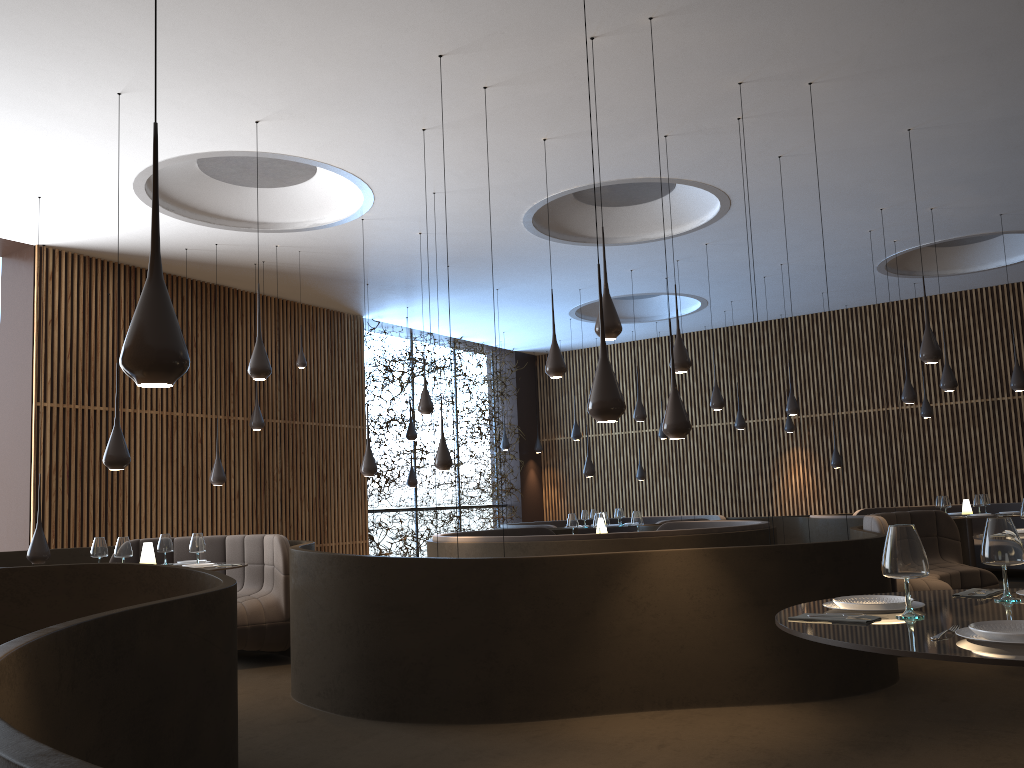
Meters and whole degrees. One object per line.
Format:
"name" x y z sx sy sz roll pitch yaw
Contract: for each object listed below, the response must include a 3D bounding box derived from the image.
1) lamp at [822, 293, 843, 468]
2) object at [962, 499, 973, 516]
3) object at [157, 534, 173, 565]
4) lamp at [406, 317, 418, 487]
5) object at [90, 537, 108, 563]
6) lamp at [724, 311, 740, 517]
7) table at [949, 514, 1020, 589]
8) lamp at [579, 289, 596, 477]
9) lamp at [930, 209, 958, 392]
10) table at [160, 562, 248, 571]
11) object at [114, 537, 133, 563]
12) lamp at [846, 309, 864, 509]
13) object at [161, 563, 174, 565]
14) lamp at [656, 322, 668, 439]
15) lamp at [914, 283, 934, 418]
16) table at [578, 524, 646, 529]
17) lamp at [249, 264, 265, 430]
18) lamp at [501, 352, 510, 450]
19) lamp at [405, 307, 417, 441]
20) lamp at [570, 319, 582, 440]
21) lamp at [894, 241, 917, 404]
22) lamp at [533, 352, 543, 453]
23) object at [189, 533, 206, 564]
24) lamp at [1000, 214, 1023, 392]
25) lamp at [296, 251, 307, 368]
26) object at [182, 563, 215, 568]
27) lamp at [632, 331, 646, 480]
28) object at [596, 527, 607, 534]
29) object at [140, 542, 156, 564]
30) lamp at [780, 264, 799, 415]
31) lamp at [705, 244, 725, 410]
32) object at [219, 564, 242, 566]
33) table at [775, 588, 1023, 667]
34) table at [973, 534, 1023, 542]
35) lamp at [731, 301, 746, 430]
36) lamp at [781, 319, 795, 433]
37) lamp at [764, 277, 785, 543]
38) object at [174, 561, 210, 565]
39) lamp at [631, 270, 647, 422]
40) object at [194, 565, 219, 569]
"lamp" 5.316 -0.076 14.828 0.196 2.952 0.196 -5 -7 18
"object" 6.456 1.755 12.586 0.142 0.231 0.145 -6 -7 25
"object" -3.189 1.528 8.153 0.142 0.294 0.142 -3 -7 1
"lamp" -1.769 0.299 15.330 0.196 2.952 0.196 0 -7 -21
"object" -3.587 1.483 7.707 0.142 0.294 0.142 -3 -7 6
"lamp" 4.003 1.782 15.767 0.196 6.258 0.196 3 -8 -41
"table" 6.483 2.377 12.516 1.673 1.021 1.676 -6 -8 23
"lamp" 1.137 -0.028 13.868 0.196 2.952 0.196 -6 -7 28
"lamp" 5.124 -1.017 10.601 0.196 2.217 0.196 0 -7 -21
"table" -3.150 2.122 7.665 1.674 1.021 1.676 -6 -8 25
"object" -3.240 1.424 7.388 0.142 0.294 0.142 -6 -8 30
"lamp" 6.201 1.685 15.754 0.196 6.258 0.196 3 -8 -41
"object" -3.235 1.705 8.369 0.126 0.017 0.262 -6 -9 24
"lamp" 2.797 -0.070 16.758 0.196 2.217 0.196 -5 -7 18
"lamp" 6.674 -0.553 14.470 0.196 2.217 0.196 -3 -6 8
"table" 1.615 2.981 15.374 1.672 1.021 1.678 -2 -7 -6
"lamp" -3.380 -0.501 11.710 0.196 2.217 0.196 1 -7 -31
"lamp" -0.179 0.235 18.037 0.196 2.217 0.196 1 -7 -31
"lamp" -1.691 -0.171 14.623 0.196 2.217 0.196 0 -7 -21
"lamp" 1.118 -0.088 16.103 0.196 2.217 0.196 -5 -7 18
"lamp" 5.257 -0.841 11.944 0.196 2.217 0.196 0 -7 -21
"lamp" 0.534 0.404 19.481 0.196 2.217 0.196 1 -7 -31
"object" -2.762 1.458 7.783 0.142 0.294 0.142 -7 -8 36
"lamp" 6.158 -1.016 10.959 0.196 2.217 0.196 -6 -7 28
"lamp" -2.690 -0.950 11.280 0.133 1.504 0.133 -6 -7 28
"object" -2.672 1.551 7.553 0.263 0.029 0.264 -4 -8 10
"lamp" 2.462 0.415 17.494 0.196 2.952 0.196 -5 -7 18
"object" 1.048 1.682 10.372 0.144 0.231 0.142 3 -9 -41
"object" -3.177 1.500 7.734 0.142 0.231 0.145 2 -8 -35
"lamp" 4.005 -0.655 12.900 0.196 2.217 0.196 0 -7 -21
"lamp" 2.637 -0.763 11.691 0.196 2.217 0.196 0 -7 -21
"object" -2.521 1.597 7.813 0.262 0.017 0.127 -6 -9 26
"table" 1.708 1.226 2.694 1.675 1.021 1.674 -9 -10 42
"table" 4.570 1.682 6.886 1.672 1.021 1.677 1 -8 -22
"lamp" 3.851 -0.326 15.231 0.196 2.217 0.196 -5 -7 18
"lamp" 5.105 -0.199 16.546 0.196 2.217 0.196 -5 -7 18
"lamp" 4.043 1.450 13.379 0.196 6.258 0.196 3 -8 -41
"object" -2.969 1.667 8.229 0.332 0.014 0.332 -6 -9 24
"lamp" 1.798 -0.560 12.870 0.196 2.217 0.196 0 -7 -21
"object" -2.671 1.560 7.552 0.332 0.014 0.333 -3 -8 4
